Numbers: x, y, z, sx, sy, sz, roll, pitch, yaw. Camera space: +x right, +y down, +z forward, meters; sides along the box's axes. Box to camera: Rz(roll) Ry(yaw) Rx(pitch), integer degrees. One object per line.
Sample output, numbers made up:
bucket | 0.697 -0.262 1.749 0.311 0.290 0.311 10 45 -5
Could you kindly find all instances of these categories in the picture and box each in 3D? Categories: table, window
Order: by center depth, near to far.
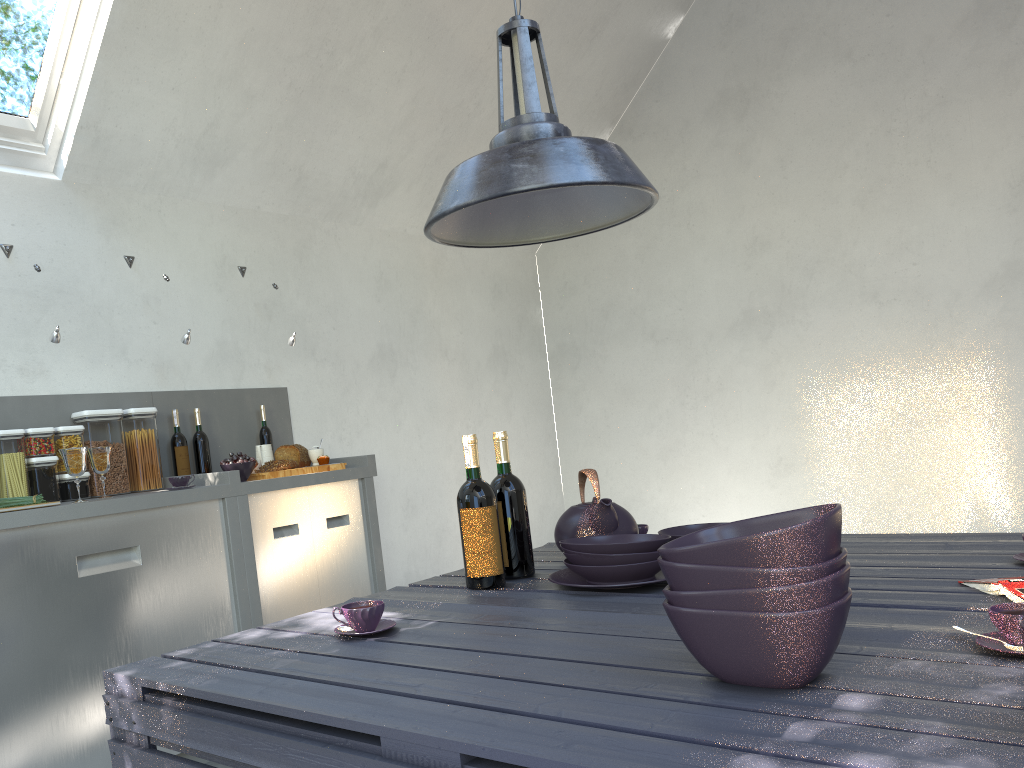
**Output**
table | 0.392 0.788 1.622 1.607 0.797 1.500 -8 -3 39
window | -1.687 -1.623 2.897 1.577 1.390 0.778 -7 -1 39

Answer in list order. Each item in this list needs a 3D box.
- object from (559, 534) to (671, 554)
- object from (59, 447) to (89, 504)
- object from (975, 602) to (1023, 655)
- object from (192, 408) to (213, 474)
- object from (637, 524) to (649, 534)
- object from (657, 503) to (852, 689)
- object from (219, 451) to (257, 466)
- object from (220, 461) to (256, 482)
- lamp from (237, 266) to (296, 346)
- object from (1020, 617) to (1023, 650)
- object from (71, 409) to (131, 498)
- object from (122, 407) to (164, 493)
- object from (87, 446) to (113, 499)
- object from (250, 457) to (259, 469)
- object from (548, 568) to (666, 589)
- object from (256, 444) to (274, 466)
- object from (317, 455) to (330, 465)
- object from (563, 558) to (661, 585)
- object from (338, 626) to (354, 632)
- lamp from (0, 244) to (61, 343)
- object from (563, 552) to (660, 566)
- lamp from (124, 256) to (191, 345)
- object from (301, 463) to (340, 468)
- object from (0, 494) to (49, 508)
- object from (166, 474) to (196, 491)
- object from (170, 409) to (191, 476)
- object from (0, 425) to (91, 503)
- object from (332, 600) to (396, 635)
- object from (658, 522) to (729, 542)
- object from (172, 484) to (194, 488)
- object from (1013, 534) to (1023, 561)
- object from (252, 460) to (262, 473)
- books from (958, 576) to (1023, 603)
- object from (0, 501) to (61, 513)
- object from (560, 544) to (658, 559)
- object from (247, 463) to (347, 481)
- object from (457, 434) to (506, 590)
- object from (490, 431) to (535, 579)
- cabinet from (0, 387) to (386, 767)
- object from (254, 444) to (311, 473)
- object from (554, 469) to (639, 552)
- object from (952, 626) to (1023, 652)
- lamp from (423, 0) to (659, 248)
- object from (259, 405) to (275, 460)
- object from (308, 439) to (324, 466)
object | 0.217 0.347 1.836 0.244 0.058 0.214 -8 -4 39
object | -1.513 0.318 3.041 0.098 0.192 0.098 -6 0 -2
object | 0.647 0.306 1.095 0.123 0.056 0.110 -7 -3 27
object | -1.390 0.281 3.914 0.077 0.345 0.067 -5 1 42
object | 0.330 0.410 2.374 0.123 0.056 0.109 -8 -3 32
object | 0.306 0.266 1.099 0.228 0.214 0.181 -7 -1 40
object | -1.119 0.312 3.569 0.149 0.095 0.151 -7 -2 24
object | -1.113 0.362 3.569 0.146 0.079 0.147 -6 -2 -3
lamp | -1.153 -0.375 4.137 0.354 0.437 0.056 -7 0 40
object | 0.539 0.275 0.814 0.107 0.109 0.122 -7 -1 30
object | -1.665 0.286 3.556 0.136 0.354 0.164 -6 0 38
object | -1.561 0.282 3.690 0.136 0.354 0.120 -6 1 38
object | -1.528 0.332 3.261 0.104 0.192 0.093 -6 0 27
object | -1.167 0.359 3.844 0.117 0.077 0.120 -6 -2 -8
object | 0.227 0.407 1.843 0.285 0.024 0.307 -5 -3 -20
object | -1.105 0.331 3.913 0.077 0.119 0.095 -6 -1 -30
object | -0.846 0.341 3.924 0.062 0.046 0.056 -7 -2 24
object | 0.226 0.386 1.840 0.225 0.047 0.234 -6 -3 -10
object | -0.299 0.455 1.661 0.029 0.013 0.127 -7 -3 13
lamp | -1.815 -0.349 3.305 0.354 0.437 0.056 -7 0 40
object | 0.225 0.371 1.842 0.245 0.063 0.214 -9 -4 44
lamp | -1.493 -0.362 3.717 0.360 0.435 0.055 -6 1 31
object | -0.841 0.359 3.871 0.185 0.003 0.022 -5 -3 -24
object | -1.692 0.395 2.911 0.260 0.053 0.150 -4 -3 -35
object | -1.283 0.383 3.381 0.109 0.056 0.123 -4 -3 -36
object | -1.456 0.284 3.831 0.077 0.345 0.068 -6 1 32
object | -1.802 0.318 3.351 0.113 0.294 0.319 -6 -1 39
object | -0.275 0.434 1.625 0.123 0.056 0.110 -7 -3 27
object | 0.485 0.384 2.182 0.225 0.047 0.234 -6 -3 -10
object | -1.254 0.394 3.346 0.028 0.013 0.128 -7 -3 10
object | 0.980 0.297 1.592 0.109 0.056 0.124 -4 -3 -43
object | -1.154 0.359 3.763 0.185 0.059 0.213 -4 -3 -31
books | 0.874 0.309 1.346 0.227 0.030 0.300 -6 -3 6
object | -1.678 0.418 2.928 0.193 0.012 0.246 -8 -4 36
object | 0.219 0.359 1.843 0.244 0.063 0.214 -9 -4 44
object | -1.001 0.391 3.847 0.328 0.028 0.440 -9 -4 39
object | -0.077 0.285 1.972 0.089 0.345 0.093 -6 1 -13
object | -0.009 0.284 2.073 0.088 0.345 0.094 -6 1 -18
cabinet | -1.648 0.748 3.163 0.606 1.478 2.670 -6 -1 39
object | -1.012 0.323 3.865 0.129 0.112 0.445 -6 -3 6
object | 0.210 0.330 2.215 0.233 0.232 0.198 -7 -1 41
object | 0.610 0.328 1.116 0.027 0.013 0.136 -5 -3 -18
lamp | -0.013 -0.848 1.610 0.459 1.097 0.403 -6 1 39
object | -1.175 0.273 4.185 0.066 0.345 0.058 -5 1 42
object | -0.890 0.311 3.974 0.072 0.121 0.074 -6 0 -6
